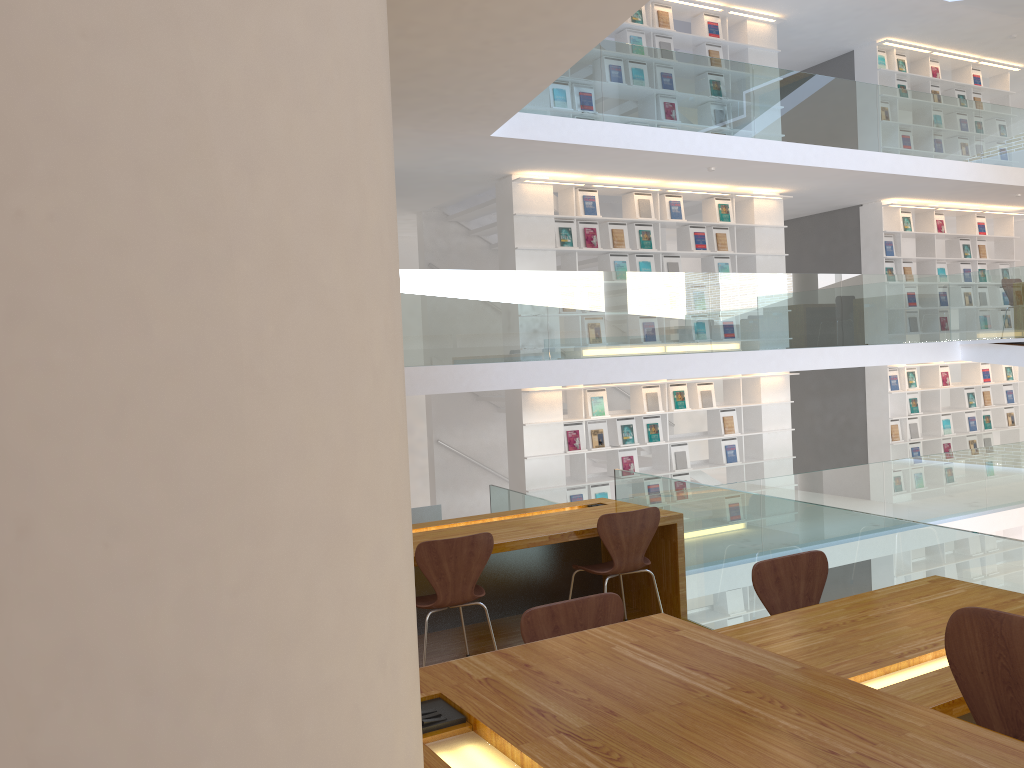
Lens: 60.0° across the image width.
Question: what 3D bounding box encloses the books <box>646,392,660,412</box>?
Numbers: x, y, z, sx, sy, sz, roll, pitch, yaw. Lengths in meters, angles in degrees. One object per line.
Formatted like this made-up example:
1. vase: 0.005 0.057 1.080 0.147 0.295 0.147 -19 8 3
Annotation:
1. books: 1.509 0.198 9.507 0.145 0.210 0.037 -3 2 -29

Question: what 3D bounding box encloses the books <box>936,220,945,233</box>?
1. books: 5.782 -2.108 11.965 0.145 0.210 0.037 -3 2 -29

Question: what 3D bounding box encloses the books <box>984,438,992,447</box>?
1. books: 6.701 0.868 12.480 0.145 0.210 0.037 -3 2 -29

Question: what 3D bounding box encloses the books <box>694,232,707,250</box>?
1. books: 2.088 -1.579 9.831 0.145 0.210 0.037 -3 2 -29

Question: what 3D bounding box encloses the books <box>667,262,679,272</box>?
1. books: 1.760 -1.219 9.644 0.145 0.210 0.037 -3 2 -29

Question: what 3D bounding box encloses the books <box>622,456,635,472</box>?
1. books: 1.229 0.869 9.355 0.145 0.210 0.037 -3 2 -29

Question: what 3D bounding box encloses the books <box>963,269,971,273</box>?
1. books: 6.301 -1.488 12.252 0.145 0.210 0.037 -3 2 -29

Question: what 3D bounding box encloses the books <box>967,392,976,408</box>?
1. books: 6.377 0.225 12.301 0.145 0.210 0.037 -3 2 -29

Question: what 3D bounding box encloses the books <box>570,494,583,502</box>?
1. books: 0.668 1.235 9.039 0.145 0.210 0.037 -3 2 -29

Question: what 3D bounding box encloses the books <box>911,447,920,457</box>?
1. books: 5.344 0.943 11.722 0.145 0.210 0.037 -3 2 -29

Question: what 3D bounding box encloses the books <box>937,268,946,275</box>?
1. books: 5.812 -1.465 11.982 0.145 0.210 0.037 -3 2 -29

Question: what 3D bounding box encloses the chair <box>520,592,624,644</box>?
1. chair: 0.290 1.043 2.715 0.428 0.693 0.381 -3 2 -29

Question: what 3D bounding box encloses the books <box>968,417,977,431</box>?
1. books: 6.394 0.561 12.307 0.145 0.210 0.037 -3 2 -29

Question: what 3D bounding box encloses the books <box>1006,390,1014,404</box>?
1. books: 7.153 0.195 12.731 0.145 0.210 0.037 -3 2 -29

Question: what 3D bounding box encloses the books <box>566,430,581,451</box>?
1. books: 0.627 0.578 9.019 0.145 0.210 0.037 -3 2 -29

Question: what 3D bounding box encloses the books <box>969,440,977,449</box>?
1. books: 6.412 0.886 12.318 0.145 0.210 0.037 -3 2 -29

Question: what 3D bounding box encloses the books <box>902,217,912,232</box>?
1. books: 5.182 -2.088 11.630 0.145 0.210 0.037 -3 2 -29

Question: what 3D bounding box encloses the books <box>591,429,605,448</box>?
1. books: 0.890 0.577 9.176 0.145 0.210 0.037 -3 2 -29

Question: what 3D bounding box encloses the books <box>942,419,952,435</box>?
1. books: 5.905 0.584 12.038 0.145 0.210 0.037 -3 2 -29

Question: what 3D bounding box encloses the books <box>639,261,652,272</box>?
1. books: 1.427 -1.206 9.462 0.145 0.210 0.037 -3 2 -29

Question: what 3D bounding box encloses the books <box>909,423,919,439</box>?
1. books: 5.308 0.625 11.701 0.145 0.210 0.037 -3 2 -29

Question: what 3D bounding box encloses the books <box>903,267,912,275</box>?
1. books: 5.202 -1.431 11.642 0.145 0.210 0.037 -3 2 -29

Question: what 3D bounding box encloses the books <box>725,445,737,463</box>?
1. books: 2.486 0.798 10.053 0.145 0.210 0.037 -3 2 -29

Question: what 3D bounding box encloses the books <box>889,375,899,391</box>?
1. books: 4.960 -0.007 11.506 0.145 0.210 0.037 -3 2 -29

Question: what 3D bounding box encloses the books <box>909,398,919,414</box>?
1. books: 5.306 0.294 11.700 0.145 0.210 0.037 -3 2 -29

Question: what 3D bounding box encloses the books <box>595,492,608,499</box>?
1. books: 0.937 1.231 9.189 0.145 0.210 0.037 -3 2 -29

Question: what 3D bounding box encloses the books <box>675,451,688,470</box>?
1. books: 1.851 0.845 9.699 0.145 0.210 0.037 -3 2 -29

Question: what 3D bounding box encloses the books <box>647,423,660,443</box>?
1. books: 1.518 0.528 9.512 0.145 0.210 0.037 -3 2 -29

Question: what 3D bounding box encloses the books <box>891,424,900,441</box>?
1. books: 4.973 0.636 11.518 0.145 0.210 0.037 -3 2 -29

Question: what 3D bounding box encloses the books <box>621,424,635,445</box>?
1. books: 1.221 0.535 9.352 0.145 0.210 0.037 -3 2 -29

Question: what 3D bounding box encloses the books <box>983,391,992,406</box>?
1. books: 6.683 0.207 12.471 0.145 0.210 0.037 -3 2 -29

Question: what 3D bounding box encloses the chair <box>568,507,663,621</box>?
1. chair: 0.525 0.980 4.620 0.428 0.693 0.381 -3 2 -29

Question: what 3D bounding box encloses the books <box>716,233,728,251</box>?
1. books: 2.364 -1.593 9.984 0.145 0.210 0.037 -3 2 -29

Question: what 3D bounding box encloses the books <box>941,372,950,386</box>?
1. books: 5.876 -0.059 12.021 0.145 0.210 0.037 -3 2 -29

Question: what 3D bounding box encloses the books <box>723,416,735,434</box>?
1. books: 2.456 0.471 10.039 0.145 0.210 0.037 -3 2 -29

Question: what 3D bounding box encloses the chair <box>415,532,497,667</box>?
1. chair: -0.322 1.032 4.148 0.428 0.693 0.381 -3 2 -29

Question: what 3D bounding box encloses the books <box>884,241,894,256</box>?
1. books: 4.874 -1.739 11.455 0.145 0.210 0.037 -3 2 -29

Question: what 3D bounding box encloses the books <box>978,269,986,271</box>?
1. books: 6.593 -1.505 12.415 0.145 0.210 0.037 -3 2 -29

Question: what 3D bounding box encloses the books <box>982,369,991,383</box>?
1. books: 6.668 -0.108 12.463 0.145 0.210 0.037 -3 2 -29

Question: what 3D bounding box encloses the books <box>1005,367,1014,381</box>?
1. books: 7.136 -0.141 12.724 0.145 0.210 0.037 -3 2 -29

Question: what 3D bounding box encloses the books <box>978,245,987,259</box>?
1. books: 6.589 -1.842 12.416 0.145 0.210 0.037 -3 2 -29

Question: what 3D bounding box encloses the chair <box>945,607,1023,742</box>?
1. chair: 0.654 0.699 1.161 0.381 0.693 0.428 -3 2 -29

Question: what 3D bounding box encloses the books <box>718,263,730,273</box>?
1. books: 2.394 -1.262 9.998 0.145 0.210 0.037 -3 2 -29

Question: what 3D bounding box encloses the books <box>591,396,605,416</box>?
1. books: 0.889 0.236 9.161 0.145 0.210 0.037 -3 2 -29

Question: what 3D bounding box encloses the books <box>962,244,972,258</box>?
1. books: 6.284 -1.824 12.245 0.145 0.210 0.037 -3 2 -29

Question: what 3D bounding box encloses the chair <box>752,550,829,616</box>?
1. chair: 1.137 0.991 3.188 0.428 0.693 0.381 -3 2 -29

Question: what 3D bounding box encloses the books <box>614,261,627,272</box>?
1. books: 1.146 -1.186 9.301 0.145 0.210 0.037 -3 2 -29

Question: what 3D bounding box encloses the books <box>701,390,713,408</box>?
1. books: 2.173 0.178 9.877 0.145 0.210 0.037 -3 2 -29

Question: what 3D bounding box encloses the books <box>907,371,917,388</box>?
1. books: 5.268 -0.059 11.681 0.145 0.210 0.037 -3 2 -29

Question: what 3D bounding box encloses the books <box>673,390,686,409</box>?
1. books: 1.833 0.179 9.687 0.145 0.210 0.037 -3 2 -29

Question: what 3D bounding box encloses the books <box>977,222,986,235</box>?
1. books: 6.575 -2.156 12.407 0.145 0.210 0.037 -3 2 -29

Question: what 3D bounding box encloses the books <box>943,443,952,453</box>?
1. books: 5.920 0.912 12.047 0.145 0.210 0.037 -3 2 -29

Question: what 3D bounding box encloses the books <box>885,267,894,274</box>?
1. books: 4.883 -1.401 11.460 0.145 0.210 0.037 -3 2 -29

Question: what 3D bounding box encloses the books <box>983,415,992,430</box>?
1. books: 6.687 0.544 12.471 0.145 0.210 0.037 -3 2 -29

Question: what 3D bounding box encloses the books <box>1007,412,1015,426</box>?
1. books: 7.171 0.519 12.741 0.145 0.210 0.037 -3 2 -29
